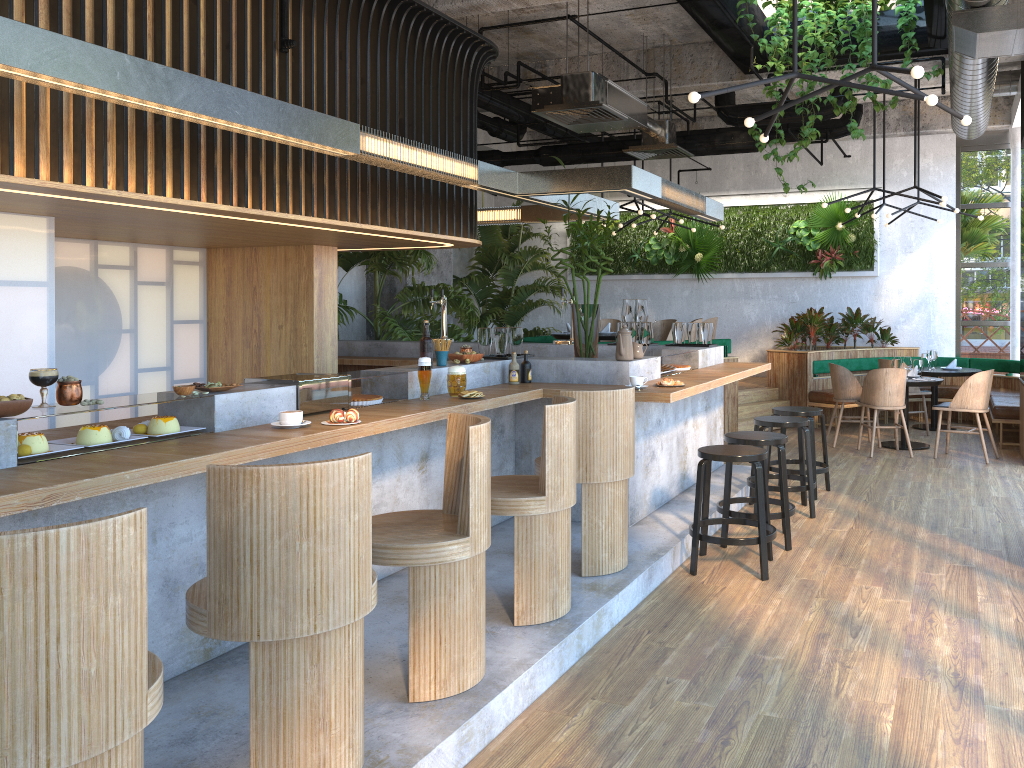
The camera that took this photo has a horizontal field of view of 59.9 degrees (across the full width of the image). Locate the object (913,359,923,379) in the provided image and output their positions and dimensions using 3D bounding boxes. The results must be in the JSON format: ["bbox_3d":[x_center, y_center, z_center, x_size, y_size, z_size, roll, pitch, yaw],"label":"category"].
[{"bbox_3d":[4.479,-0.165,9.797,0.109,0.209,0.101,-1,1,-25],"label":"object"}]

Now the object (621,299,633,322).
[{"bbox_3d":[1.043,-0.664,8.036,0.104,0.209,0.107,0,1,10],"label":"object"}]

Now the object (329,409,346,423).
[{"bbox_3d":[-0.754,0.137,3.841,0.070,0.059,0.130,0,4,-4],"label":"object"}]

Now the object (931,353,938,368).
[{"bbox_3d":[5.465,-0.316,11.512,0.110,0.209,0.101,-1,2,-30],"label":"object"}]

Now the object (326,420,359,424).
[{"bbox_3d":[-0.736,0.164,3.843,0.125,0.005,0.118,-2,6,-25],"label":"object"}]

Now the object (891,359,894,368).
[{"bbox_3d":[4.263,-0.169,9.851,0.102,0.209,0.109,0,2,25],"label":"object"}]

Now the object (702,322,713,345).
[{"bbox_3d":[1.734,-0.441,7.882,0.101,0.209,0.110,1,2,40],"label":"object"}]

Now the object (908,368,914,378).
[{"bbox_3d":[4.486,-0.142,9.993,0.244,0.138,0.222,-3,5,-39],"label":"object"}]

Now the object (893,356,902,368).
[{"bbox_3d":[4.226,-0.178,9.735,0.090,0.244,0.095,0,1,19],"label":"object"}]

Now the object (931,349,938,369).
[{"bbox_3d":[5.394,-0.321,11.353,0.091,0.244,0.094,0,1,8],"label":"object"}]

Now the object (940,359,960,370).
[{"bbox_3d":[5.521,-0.248,11.186,0.230,0.138,0.237,0,4,9],"label":"object"}]

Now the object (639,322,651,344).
[{"bbox_3d":[1.195,-0.449,7.961,0.102,0.209,0.109,0,1,20],"label":"object"}]

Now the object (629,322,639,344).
[{"bbox_3d":[1.099,-0.454,8.015,0.104,0.209,0.107,0,1,10],"label":"object"}]

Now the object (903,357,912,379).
[{"bbox_3d":[4.329,-0.176,9.718,0.094,0.244,0.091,0,1,-7],"label":"object"}]

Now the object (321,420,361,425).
[{"bbox_3d":[-0.738,0.166,3.839,0.160,0.005,0.175,4,6,37],"label":"object"}]

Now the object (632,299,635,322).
[{"bbox_3d":[1.090,-0.674,8.142,0.104,0.209,0.107,0,1,10],"label":"object"}]

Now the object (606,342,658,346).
[{"bbox_3d":[1.101,-0.362,8.070,0.422,0.018,0.283,2,5,24],"label":"object"}]

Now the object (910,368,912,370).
[{"bbox_3d":[5.025,-0.190,11.153,0.246,0.019,0.163,2,5,25],"label":"object"}]

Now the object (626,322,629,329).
[{"bbox_3d":[1.037,-0.467,8.172,0.104,0.209,0.107,0,1,10],"label":"object"}]

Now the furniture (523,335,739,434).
[{"bbox_3d":[1.059,-0.085,11.832,2.776,1.132,4.717,-1,5,-9],"label":"furniture"}]

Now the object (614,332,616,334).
[{"bbox_3d":[1.230,-0.627,10.819,0.246,0.019,0.163,2,5,25],"label":"object"}]

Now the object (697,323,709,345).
[{"bbox_3d":[1.674,-0.433,7.787,0.101,0.209,0.110,1,2,40],"label":"object"}]

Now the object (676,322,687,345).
[{"bbox_3d":[1.516,-0.450,7.980,0.102,0.209,0.109,0,1,20],"label":"object"}]

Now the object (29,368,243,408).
[{"bbox_3d":[-1.400,-0.011,3.413,0.203,0.134,0.838,2,5,32],"label":"object"}]

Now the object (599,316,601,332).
[{"bbox_3d":[1.044,-0.730,10.911,0.110,0.209,0.101,-1,2,-30],"label":"object"}]

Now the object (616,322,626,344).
[{"bbox_3d":[0.993,-0.458,8.060,0.104,0.209,0.107,0,1,10],"label":"object"}]

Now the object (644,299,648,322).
[{"bbox_3d":[1.190,-0.669,8.086,0.104,0.209,0.107,0,1,10],"label":"object"}]

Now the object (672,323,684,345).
[{"bbox_3d":[1.468,-0.440,7.870,0.102,0.209,0.109,0,1,20],"label":"object"}]

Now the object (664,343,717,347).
[{"bbox_3d":[1.588,-0.344,7.860,0.422,0.018,0.283,2,5,24],"label":"object"}]

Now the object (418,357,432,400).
[{"bbox_3d":[-0.471,-0.030,4.786,0.078,0.232,0.071,-1,1,-32],"label":"object"}]

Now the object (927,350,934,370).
[{"bbox_3d":[5.242,-0.301,11.124,0.091,0.244,0.094,0,1,8],"label":"object"}]

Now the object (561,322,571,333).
[{"bbox_3d":[0.707,-0.676,10.758,0.226,0.138,0.240,1,4,19],"label":"object"}]

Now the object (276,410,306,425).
[{"bbox_3d":[-0.940,0.142,3.713,0.131,0.064,0.112,0,4,4],"label":"object"}]

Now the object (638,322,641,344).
[{"bbox_3d":[1.143,-0.463,8.119,0.104,0.209,0.107,0,1,10],"label":"object"}]

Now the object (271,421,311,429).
[{"bbox_3d":[-0.922,0.172,3.704,0.155,0.020,0.166,2,5,22],"label":"object"}]

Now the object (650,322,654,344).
[{"bbox_3d":[1.235,-0.459,8.068,0.102,0.209,0.109,0,1,20],"label":"object"}]

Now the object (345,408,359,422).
[{"bbox_3d":[-0.700,0.137,3.835,0.059,0.059,0.076,1,3,16],"label":"object"}]

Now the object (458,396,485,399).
[{"bbox_3d":[-0.221,0.071,4.876,0.151,0.013,0.149,0,5,-4],"label":"object"}]

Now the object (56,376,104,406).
[{"bbox_3d":[-1.551,0.023,3.190,0.158,0.106,0.088,-1,3,-20],"label":"object"}]

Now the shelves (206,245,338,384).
[{"bbox_3d":[-1.941,-0.091,7.121,1.073,2.051,0.291,0,1,23],"label":"shelves"}]

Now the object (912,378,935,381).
[{"bbox_3d":[4.446,-0.054,9.616,0.162,0.019,0.248,-2,5,-19],"label":"object"}]

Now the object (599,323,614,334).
[{"bbox_3d":[1.100,-0.662,10.585,0.244,0.138,0.222,-4,5,-42],"label":"object"}]

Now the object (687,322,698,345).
[{"bbox_3d":[1.605,-0.441,7.883,0.101,0.209,0.110,1,2,40],"label":"object"}]

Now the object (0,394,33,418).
[{"bbox_3d":[-1.670,0.072,2.825,0.185,0.073,0.236,4,6,45],"label":"object"}]

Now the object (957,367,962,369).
[{"bbox_3d":[5.651,-0.214,11.420,0.246,0.019,0.163,2,5,25],"label":"object"}]

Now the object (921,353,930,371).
[{"bbox_3d":[5.130,-0.272,11.012,0.110,0.209,0.101,-1,2,-30],"label":"object"}]

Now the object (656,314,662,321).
[{"bbox_3d":[-0.001,-0.834,10.445,0.101,0.500,7.818,0,4,36],"label":"object"}]

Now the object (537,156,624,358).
[{"bbox_3d":[0.496,-0.818,6.258,0.647,1.545,0.609,0,1,30],"label":"object"}]

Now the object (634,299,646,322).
[{"bbox_3d":[1.151,-0.661,8.000,0.104,0.209,0.107,0,1,10],"label":"object"}]

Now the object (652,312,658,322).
[{"bbox_3d":[2.165,-0.969,13.413,0.091,0.244,0.094,0,1,8],"label":"object"}]
